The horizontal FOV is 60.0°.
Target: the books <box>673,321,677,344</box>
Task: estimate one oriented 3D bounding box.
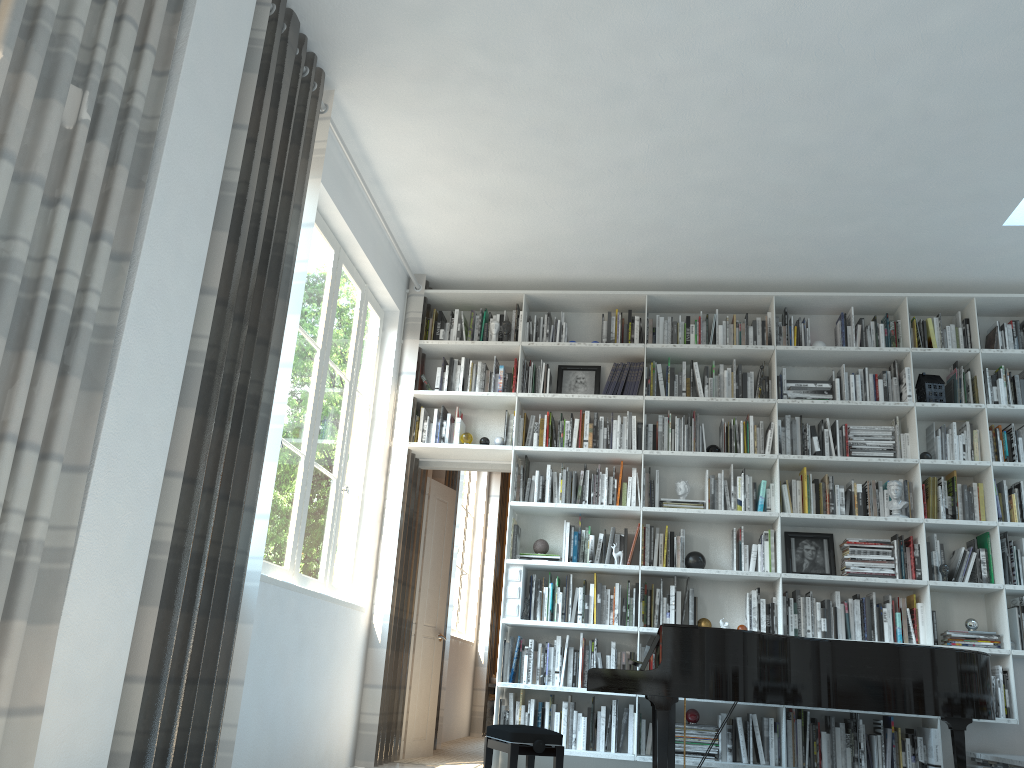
[{"bbox_3d":[1.117,-0.300,6.097,0.029,0.207,0.179,1,-19,8],"label":"books"}]

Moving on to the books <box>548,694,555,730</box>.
[{"bbox_3d":[0.239,2.059,5.429,0.013,0.299,0.184,1,-19,8],"label":"books"}]

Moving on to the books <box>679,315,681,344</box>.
[{"bbox_3d":[1.155,-0.321,6.116,0.010,0.263,0.161,1,-19,8],"label":"books"}]

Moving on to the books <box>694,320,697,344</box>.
[{"bbox_3d":[1.260,-0.303,6.099,0.013,0.233,0.155,1,-19,8],"label":"books"}]

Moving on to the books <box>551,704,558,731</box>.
[{"bbox_3d":[0.258,2.092,5.437,0.022,0.245,0.135,1,-18,8],"label":"books"}]

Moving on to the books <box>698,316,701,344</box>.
[{"bbox_3d":[1.284,-0.313,6.092,0.013,0.250,0.184,1,-19,8],"label":"books"}]

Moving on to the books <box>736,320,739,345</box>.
[{"bbox_3d":[1.529,-0.297,6.052,0.021,0.228,0.161,1,-19,8],"label":"books"}]

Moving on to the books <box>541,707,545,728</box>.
[{"bbox_3d":[0.194,2.099,5.432,0.022,0.220,0.164,1,-19,8],"label":"books"}]

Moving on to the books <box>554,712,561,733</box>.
[{"bbox_3d":[0.279,2.106,5.403,0.030,0.201,0.169,1,-19,8],"label":"books"}]

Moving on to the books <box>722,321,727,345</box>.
[{"bbox_3d":[1.451,-0.298,6.075,0.026,0.235,0.135,1,-18,8],"label":"books"}]

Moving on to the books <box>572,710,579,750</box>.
[{"bbox_3d":[0.388,2.102,5.394,0.021,0.217,0.191,1,-19,8],"label":"books"}]

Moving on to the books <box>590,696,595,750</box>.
[{"bbox_3d":[0.493,2.068,5.415,0.013,0.309,0.131,1,-18,8],"label":"books"}]

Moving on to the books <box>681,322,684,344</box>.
[{"bbox_3d":[1.174,-0.298,6.133,0.025,0.234,0.130,1,-18,8],"label":"books"}]

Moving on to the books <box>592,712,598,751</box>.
[{"bbox_3d":[0.507,2.113,5.396,0.024,0.213,0.137,1,-19,8],"label":"books"}]

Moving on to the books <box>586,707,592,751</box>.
[{"bbox_3d":[0.469,2.089,5.379,0.023,0.243,0.189,1,-19,8],"label":"books"}]

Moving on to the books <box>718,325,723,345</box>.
[{"bbox_3d":[1.420,-0.280,6.064,0.031,0.189,0.182,1,-19,8],"label":"books"}]

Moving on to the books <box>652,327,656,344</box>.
[{"bbox_3d":[0.983,-0.282,6.139,0.024,0.182,0.134,1,-19,8],"label":"books"}]

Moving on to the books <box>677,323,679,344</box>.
[{"bbox_3d":[1.140,-0.295,6.107,0.014,0.206,0.167,1,-19,8],"label":"books"}]

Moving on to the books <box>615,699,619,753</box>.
[{"bbox_3d":[0.634,2.066,5.369,0.012,0.302,0.166,1,-18,8],"label":"books"}]

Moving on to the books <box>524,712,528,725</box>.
[{"bbox_3d":[0.092,2.114,5.444,0.022,0.185,0.146,1,-19,8],"label":"books"}]

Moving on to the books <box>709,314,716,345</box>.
[{"bbox_3d":[1.367,-0.322,6.080,0.052,0.272,0.173,1,-19,8],"label":"books"}]

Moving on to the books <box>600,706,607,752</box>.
[{"bbox_3d":[0.554,2.090,5.382,0.027,0.255,0.179,1,-19,8],"label":"books"}]

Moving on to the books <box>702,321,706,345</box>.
[{"bbox_3d":[1.316,-0.300,6.098,0.029,0.235,0.130,1,-18,8],"label":"books"}]

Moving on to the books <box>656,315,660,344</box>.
[{"bbox_3d":[1.010,-0.324,6.160,0.021,0.278,0.141,1,-18,8],"label":"books"}]

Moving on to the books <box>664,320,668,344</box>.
[{"bbox_3d":[1.058,-0.303,6.121,0.023,0.219,0.182,1,-19,8],"label":"books"}]

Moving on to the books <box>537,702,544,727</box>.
[{"bbox_3d":[0.174,2.087,5.449,0.022,0.251,0.140,1,-18,8],"label":"books"}]

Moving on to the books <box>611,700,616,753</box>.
[{"bbox_3d":[0.618,2.070,5.373,0.021,0.294,0.188,1,-19,8],"label":"books"}]

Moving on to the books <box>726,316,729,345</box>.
[{"bbox_3d":[1.472,-0.313,6.079,0.014,0.268,0.157,1,-19,8],"label":"books"}]

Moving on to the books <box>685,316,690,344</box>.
[{"bbox_3d":[1.212,-0.316,6.123,0.028,0.267,0.152,1,-18,8],"label":"books"}]

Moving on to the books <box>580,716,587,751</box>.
[{"bbox_3d":[0.440,2.115,5.374,0.031,0.187,0.190,1,-19,8],"label":"books"}]

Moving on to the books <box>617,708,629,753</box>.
[{"bbox_3d":[0.674,2.097,5.378,0.065,0.255,0.156,1,-19,8],"label":"books"}]

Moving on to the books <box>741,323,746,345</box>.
[{"bbox_3d":[1.563,-0.287,6.028,0.026,0.199,0.188,1,-19,8],"label":"books"}]

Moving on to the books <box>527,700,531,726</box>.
[{"bbox_3d":[0.109,2.073,5.436,0.013,0.260,0.174,1,-19,8],"label":"books"}]

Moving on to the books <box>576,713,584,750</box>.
[{"bbox_3d":[0.412,2.107,5.388,0.028,0.205,0.171,1,-19,8],"label":"books"}]

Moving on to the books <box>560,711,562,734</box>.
[{"bbox_3d":[0.305,2.112,5.430,0.014,0.210,0.146,1,-19,8],"label":"books"}]

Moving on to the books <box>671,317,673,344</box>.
[{"bbox_3d":[1.100,-0.316,6.118,0.012,0.249,0.174,1,-19,8],"label":"books"}]

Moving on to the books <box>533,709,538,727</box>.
[{"bbox_3d":[0.150,2.107,5.442,0.022,0.205,0.159,1,-19,8],"label":"books"}]

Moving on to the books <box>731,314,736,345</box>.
[{"bbox_3d":[1.512,-0.317,6.054,0.014,0.265,0.192,1,-19,8],"label":"books"}]

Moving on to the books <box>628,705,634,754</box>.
[{"bbox_3d":[0.720,2.089,5.376,0.027,0.275,0.144,1,-18,8],"label":"books"}]

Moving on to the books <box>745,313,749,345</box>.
[{"bbox_3d":[1.597,-0.321,6.054,0.013,0.284,0.160,1,-18,8],"label":"books"}]

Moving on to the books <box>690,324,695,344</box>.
[{"bbox_3d":[1.238,-0.287,6.101,0.030,0.200,0.152,1,-19,8],"label":"books"}]

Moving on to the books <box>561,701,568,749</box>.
[{"bbox_3d":[0.325,2.078,5.411,0.031,0.265,0.187,1,-19,8],"label":"books"}]

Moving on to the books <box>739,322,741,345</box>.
[{"bbox_3d":[1.544,-0.290,6.035,0.013,0.206,0.178,1,-19,8],"label":"books"}]

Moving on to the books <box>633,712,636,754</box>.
[{"bbox_3d":[0.735,2.096,5.326,0.017,0.232,0.213,1,-19,8],"label":"books"}]

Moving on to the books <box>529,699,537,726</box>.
[{"bbox_3d":[0.128,2.073,5.439,0.023,0.265,0.177,1,-19,8],"label":"books"}]

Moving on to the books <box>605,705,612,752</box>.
[{"bbox_3d":[0.590,2.094,5.400,0.040,0.263,0.138,1,-18,8],"label":"books"}]

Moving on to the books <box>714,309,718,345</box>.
[{"bbox_3d":[1.403,-0.337,6.094,0.014,0.314,0.166,1,-18,8],"label":"books"}]

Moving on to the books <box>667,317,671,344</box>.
[{"bbox_3d":[1.083,-0.316,6.125,0.023,0.250,0.171,1,-19,8],"label":"books"}]

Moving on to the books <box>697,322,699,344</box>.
[{"bbox_3d":[1.270,-0.296,6.087,0.011,0.215,0.160,1,-19,8],"label":"books"}]

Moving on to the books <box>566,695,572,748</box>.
[{"bbox_3d":[0.351,2.066,5.431,0.014,0.303,0.140,1,-18,8],"label":"books"}]

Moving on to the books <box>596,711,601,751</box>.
[{"bbox_3d":[0.529,2.105,5.384,0.022,0.224,0.141,1,-19,8],"label":"books"}]

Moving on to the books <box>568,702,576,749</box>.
[{"bbox_3d":[0.367,2.078,5.405,0.025,0.265,0.160,1,-19,8],"label":"books"}]

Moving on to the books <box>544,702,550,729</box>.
[{"bbox_3d":[0.220,2.084,5.439,0.027,0.255,0.161,1,-19,8],"label":"books"}]

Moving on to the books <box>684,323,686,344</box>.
[{"bbox_3d":[1.191,-0.291,6.119,0.012,0.215,0.150,1,-19,8],"label":"books"}]

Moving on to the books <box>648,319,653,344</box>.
[{"bbox_3d":[0.957,-0.314,6.137,0.029,0.236,0.157,1,-19,8],"label":"books"}]

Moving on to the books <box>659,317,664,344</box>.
[{"bbox_3d":[1.033,-0.318,6.134,0.031,0.254,0.146,1,-18,8],"label":"books"}]

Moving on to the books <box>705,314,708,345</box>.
[{"bbox_3d":[1.336,-0.324,6.087,0.013,0.275,0.165,1,-19,8],"label":"books"}]

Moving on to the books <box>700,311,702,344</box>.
[{"bbox_3d":[1.297,-0.334,6.100,0.010,0.297,0.151,1,-18,8],"label":"books"}]

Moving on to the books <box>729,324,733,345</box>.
[{"bbox_3d":[1.492,-0.284,6.075,0.029,0.213,0.142,1,-19,8],"label":"books"}]
